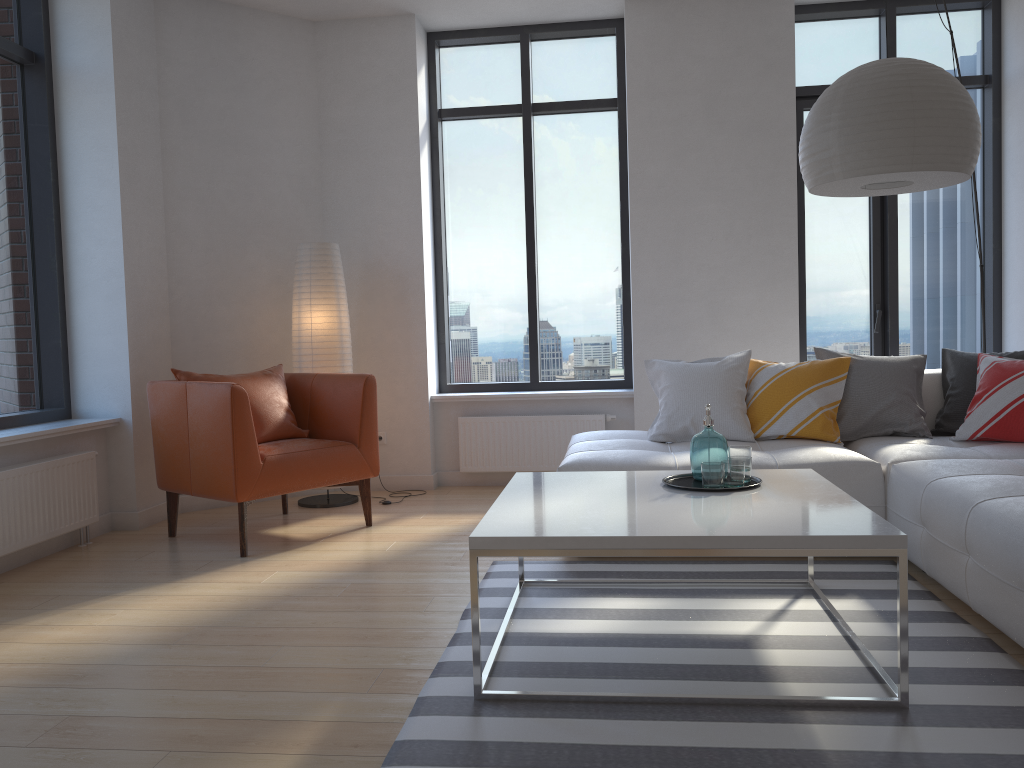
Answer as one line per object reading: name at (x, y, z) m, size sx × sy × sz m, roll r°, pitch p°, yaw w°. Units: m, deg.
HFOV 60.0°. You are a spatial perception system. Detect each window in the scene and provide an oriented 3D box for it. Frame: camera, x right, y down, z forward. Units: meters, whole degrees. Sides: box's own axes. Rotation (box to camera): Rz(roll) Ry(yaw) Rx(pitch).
window at (0.126, -1.156, 5.948) m, size 1.310 × 2.402 × 0.170 m, roll -1°, pitch 3°, yaw 7°
window at (-2.583, -0.957, 3.710) m, size 0.170 × 2.402 × 1.960 m, roll -1°, pitch 3°, yaw 7°
window at (2.410, -1.212, 5.672) m, size 1.310 × 2.402 × 0.170 m, roll -1°, pitch 3°, yaw 7°

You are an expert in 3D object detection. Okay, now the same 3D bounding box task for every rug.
rug at (0.599, 0.801, 2.554) m, size 1.662 × 0.016 × 2.326 m, roll -1°, pitch 3°, yaw 7°

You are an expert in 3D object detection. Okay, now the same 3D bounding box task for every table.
table at (0.499, 0.570, 2.789) m, size 1.091 × 0.435 × 1.091 m, roll -1°, pitch 3°, yaw 7°

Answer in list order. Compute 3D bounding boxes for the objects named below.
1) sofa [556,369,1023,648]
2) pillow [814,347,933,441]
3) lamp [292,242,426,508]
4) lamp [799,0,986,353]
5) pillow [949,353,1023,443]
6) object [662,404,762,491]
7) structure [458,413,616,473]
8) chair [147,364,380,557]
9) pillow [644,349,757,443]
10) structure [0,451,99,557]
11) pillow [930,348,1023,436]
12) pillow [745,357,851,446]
sofa at (1.406, 0.387, 3.137) m, size 2.614 × 0.732 × 3.424 m, roll -1°, pitch 3°, yaw 7°
pillow at (1.881, 0.103, 3.059) m, size 0.647 × 0.453 × 2.953 m, roll -2°, pitch 3°, yaw -5°
lamp at (-0.908, -0.067, 5.380) m, size 0.804 × 1.550 × 0.502 m, roll -4°, pitch 4°, yaw -33°
lamp at (2.191, -0.650, 4.175) m, size 0.710 × 2.647 × 3.199 m, roll 1°, pitch 4°, yaw 43°
pillow at (2.223, 0.119, 3.116) m, size 0.575 × 0.449 × 2.250 m, roll -2°, pitch 3°, yaw 4°
object at (0.669, 0.205, 2.984) m, size 0.330 × 0.265 × 0.330 m, roll 0°, pitch 3°, yaw 31°
structure at (0.165, 0.429, 5.698) m, size 1.015 × 0.460 × 0.110 m, roll -1°, pitch 3°, yaw 7°
chair at (-1.281, 0.332, 4.547) m, size 0.843 × 0.858 × 0.896 m, roll 1°, pitch 4°, yaw 39°
pillow at (1.520, 0.070, 3.929) m, size 2.156 × 0.456 × 0.580 m, roll 0°, pitch 4°, yaw 33°
structure at (-2.203, 0.601, 3.783) m, size 0.110 × 0.460 × 1.474 m, roll -1°, pitch 3°, yaw 7°
pillow at (2.253, 0.076, 3.440) m, size 0.608 × 0.436 × 2.120 m, roll -2°, pitch 3°, yaw 3°
pillow at (1.745, 0.093, 3.704) m, size 0.630 × 0.440 × 2.095 m, roll -4°, pitch 4°, yaw -36°
